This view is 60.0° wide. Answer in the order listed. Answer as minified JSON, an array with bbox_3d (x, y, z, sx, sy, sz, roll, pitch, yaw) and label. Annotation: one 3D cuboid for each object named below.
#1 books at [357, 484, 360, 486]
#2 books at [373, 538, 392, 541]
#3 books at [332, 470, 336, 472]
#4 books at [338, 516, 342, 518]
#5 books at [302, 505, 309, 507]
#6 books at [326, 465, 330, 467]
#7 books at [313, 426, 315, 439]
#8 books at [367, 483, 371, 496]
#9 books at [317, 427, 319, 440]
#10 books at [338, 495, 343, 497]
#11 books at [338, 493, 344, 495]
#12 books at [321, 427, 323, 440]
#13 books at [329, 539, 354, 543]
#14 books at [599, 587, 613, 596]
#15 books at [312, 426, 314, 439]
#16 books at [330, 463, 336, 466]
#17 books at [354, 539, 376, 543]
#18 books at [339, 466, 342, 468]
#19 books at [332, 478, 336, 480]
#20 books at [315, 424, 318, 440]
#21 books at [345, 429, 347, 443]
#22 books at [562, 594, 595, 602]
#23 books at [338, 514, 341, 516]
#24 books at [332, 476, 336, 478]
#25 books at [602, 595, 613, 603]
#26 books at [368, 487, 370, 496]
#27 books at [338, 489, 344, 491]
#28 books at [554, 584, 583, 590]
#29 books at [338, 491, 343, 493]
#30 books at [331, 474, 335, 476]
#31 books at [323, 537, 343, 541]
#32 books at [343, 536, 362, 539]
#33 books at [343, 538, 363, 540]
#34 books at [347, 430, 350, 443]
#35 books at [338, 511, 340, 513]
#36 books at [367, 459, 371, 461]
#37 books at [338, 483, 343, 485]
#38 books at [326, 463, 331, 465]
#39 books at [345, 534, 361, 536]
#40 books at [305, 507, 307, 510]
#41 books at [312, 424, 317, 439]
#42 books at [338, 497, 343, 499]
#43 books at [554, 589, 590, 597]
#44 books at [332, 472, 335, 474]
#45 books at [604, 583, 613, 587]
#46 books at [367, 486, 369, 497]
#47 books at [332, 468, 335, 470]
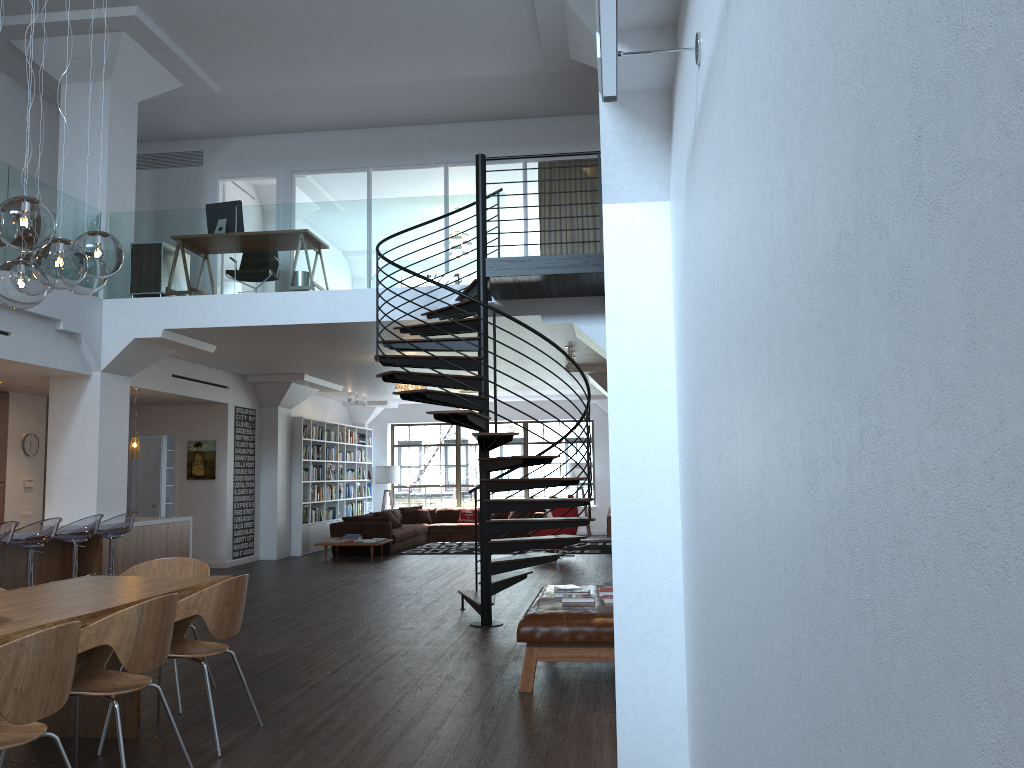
[{"bbox_3d":[-3.367,2.146,18.843,0.223,0.031,0.161,-2,-6,7],"label":"books"},{"bbox_3d":[-2.236,2.623,14.980,0.256,0.035,0.350,-5,-7,32],"label":"books"},{"bbox_3d":[-3.560,1.699,17.325,0.183,0.042,0.253,-2,-6,7],"label":"books"},{"bbox_3d":[-3.547,2.646,17.648,0.284,0.035,0.197,-2,-6,7],"label":"books"},{"bbox_3d":[-3.720,2.155,15.636,0.223,0.027,0.161,-3,-6,16],"label":"books"},{"bbox_3d":[-3.594,1.569,16.947,0.174,0.045,0.240,-2,-6,6],"label":"books"},{"bbox_3d":[-3.693,0.897,16.197,0.174,0.242,0.105,-2,-6,7],"label":"books"},{"bbox_3d":[-3.234,2.366,19.810,0.176,0.290,0.053,-2,-6,7],"label":"books"},{"bbox_3d":[-3.663,0.916,16.415,0.159,0.248,0.089,-2,-6,7],"label":"books"},{"bbox_3d":[-3.516,2.244,17.718,0.251,0.037,0.160,-2,-6,12],"label":"books"},{"bbox_3d":[-3.519,2.208,17.747,0.259,0.040,0.180,-2,-6,7],"label":"books"},{"bbox_3d":[-3.640,0.935,16.636,0.182,0.255,0.077,-2,-6,7],"label":"books"},{"bbox_3d":[-2.828,2.605,14.713,0.236,0.035,0.340,-5,-7,31],"label":"books"},{"bbox_3d":[0.778,1.512,6.447,0.283,0.043,0.197,-2,-6,6],"label":"books"},{"bbox_3d":[-3.703,0.888,16.145,0.170,0.251,0.118,-2,-6,7],"label":"books"},{"bbox_3d":[-3.553,1.577,17.355,0.129,0.043,0.185,-3,-6,21],"label":"books"},{"bbox_3d":[-2.430,2.592,14.658,0.231,0.040,0.342,5,-8,-43],"label":"books"},{"bbox_3d":[-3.515,1.654,17.676,0.223,0.031,0.161,-2,-6,7],"label":"books"},{"bbox_3d":[-3.553,1.863,17.304,0.171,0.039,0.246,-2,-6,7],"label":"books"},{"bbox_3d":[-3.686,0.889,16.349,0.197,0.290,0.136,-2,-6,7],"label":"books"},{"bbox_3d":[-3.454,1.064,18.131,0.140,0.298,0.044,-2,-6,7],"label":"books"},{"bbox_3d":[0.465,1.492,6.177,0.224,0.032,0.161,-2,-6,7],"label":"books"},{"bbox_3d":[-3.547,2.612,17.652,0.284,0.033,0.197,0,-6,-8],"label":"books"},{"bbox_3d":[-3.556,1.824,17.306,0.160,0.039,0.251,-2,-6,12],"label":"books"},{"bbox_3d":[0.742,1.483,6.119,0.224,0.036,0.161,-1,-6,1],"label":"books"},{"bbox_3d":[-3.247,2.389,19.655,0.161,0.213,0.118,-2,-6,7],"label":"books"},{"bbox_3d":[-3.513,2.123,17.733,0.253,0.040,0.183,-2,-6,7],"label":"books"},{"bbox_3d":[0.427,1.558,6.767,0.161,0.031,0.223,1,-6,-15],"label":"books"},{"bbox_3d":[-3.507,2.164,17.736,0.231,0.044,0.168,-1,-6,2],"label":"books"},{"bbox_3d":[-3.582,1.784,17.309,0.180,0.042,0.259,-2,-6,7],"label":"books"},{"bbox_3d":[-3.034,2.641,15.081,0.241,0.045,0.334,-2,-6,8],"label":"books"},{"bbox_3d":[-2.716,2.607,15.111,0.279,0.035,0.191,-3,-6,17],"label":"books"},{"bbox_3d":[-2.711,2.643,15.103,0.312,0.037,0.216,-1,-6,-3],"label":"books"},{"bbox_3d":[-3.450,1.090,18.350,0.176,0.290,0.053,-2,-6,7],"label":"books"},{"bbox_3d":[-3.548,2.551,17.660,0.204,0.025,0.144,-2,-6,7],"label":"books"},{"bbox_3d":[-3.300,1.693,19.704,0.284,0.033,0.197,-3,-6,21],"label":"books"},{"bbox_3d":[-3.498,2.002,17.736,0.185,0.041,0.129,-3,-6,21],"label":"books"},{"bbox_3d":[-3.589,1.531,16.928,0.223,0.027,0.161,-3,-6,16],"label":"books"},{"bbox_3d":[-2.712,2.576,15.111,0.224,0.027,0.157,-2,-6,12],"label":"books"},{"bbox_3d":[-3.725,2.194,15.655,0.174,0.045,0.240,-1,-6,-4],"label":"books"},{"bbox_3d":[-3.689,0.882,16.287,0.176,0.293,0.125,-2,-6,7],"label":"books"},{"bbox_3d":[-3.514,2.281,17.711,0.246,0.038,0.171,-2,-6,7],"label":"books"},{"bbox_3d":[0.439,1.519,6.446,0.247,0.040,0.185,-2,-6,10],"label":"books"},{"bbox_3d":[-3.567,1.742,17.326,0.168,0.045,0.231,-1,-6,2],"label":"books"},{"bbox_3d":[0.834,1.545,6.760,0.254,0.044,0.183,-1,-6,1],"label":"books"},{"bbox_3d":[-3.258,2.368,19.558,0.172,0.235,0.112,-2,-6,7],"label":"books"},{"bbox_3d":[-3.566,1.664,17.336,0.161,0.033,0.223,-2,-6,7],"label":"books"}]
